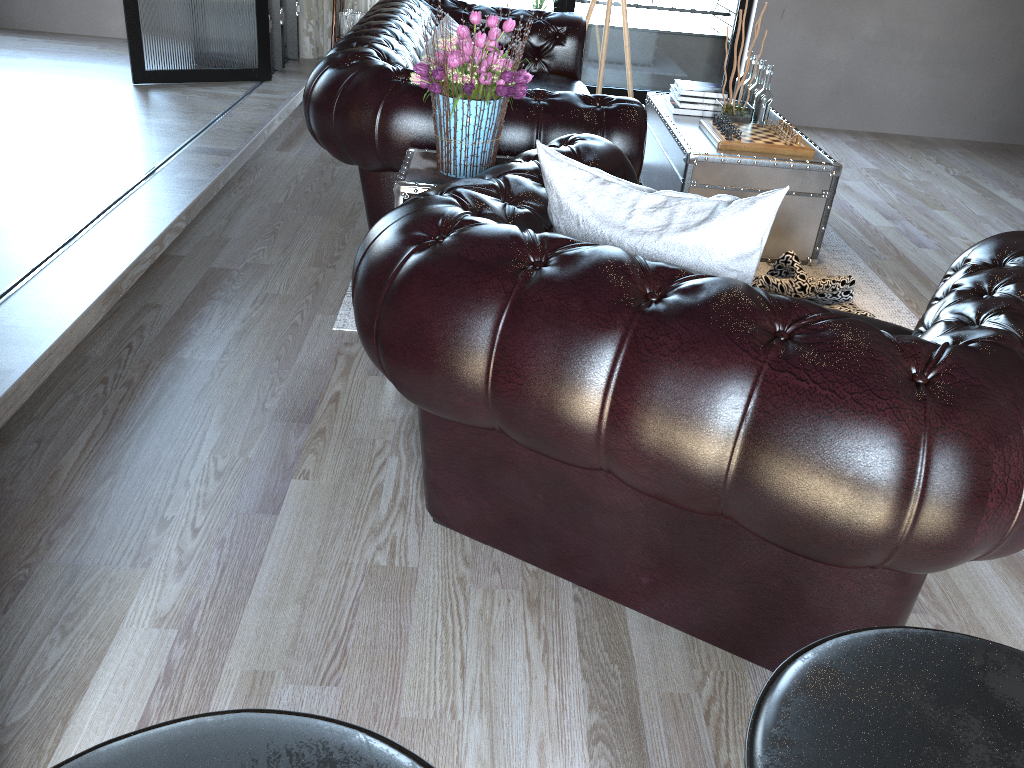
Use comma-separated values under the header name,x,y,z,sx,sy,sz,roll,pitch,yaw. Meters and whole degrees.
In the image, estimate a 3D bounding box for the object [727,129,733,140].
name,x,y,z,sx,sy,sz,roll,pitch,yaw
object,0.951,-1.086,3.863,0.019,0.040,0.019,-10,32,-25

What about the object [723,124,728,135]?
name,x,y,z,sx,sy,sz,roll,pitch,yaw
object,0.952,-1.132,3.938,0.022,0.047,0.022,29,37,36

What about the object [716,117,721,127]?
name,x,y,z,sx,sy,sz,roll,pitch,yaw
object,0.950,-1.199,4.056,0.022,0.047,0.022,29,37,36

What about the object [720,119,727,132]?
name,x,y,z,sx,sy,sz,roll,pitch,yaw
object,0.951,-1.159,3.976,0.025,0.055,0.025,29,37,36

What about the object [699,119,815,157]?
name,x,y,z,sx,sy,sz,roll,pitch,yaw
object,1.101,-1.119,4.025,0.429,0.036,0.432,4,29,-3

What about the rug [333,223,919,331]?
name,x,y,z,sx,sy,sz,roll,pitch,yaw
rug,0.497,-0.723,4.177,2.254,0.003,2.490,4,29,-3

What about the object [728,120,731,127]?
name,x,y,z,sx,sy,sz,roll,pitch,yaw
object,0.996,-1.191,4.060,0.017,0.037,0.017,7,29,3

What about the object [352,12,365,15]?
name,x,y,z,sx,sy,sz,roll,pitch,yaw
object,-1.020,-2.388,5.897,0.087,0.154,0.088,10,29,8

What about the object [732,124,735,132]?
name,x,y,z,sx,sy,sz,roll,pitch,yaw
object,0.995,-1.149,3.985,0.017,0.037,0.017,7,29,3

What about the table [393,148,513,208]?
name,x,y,z,sx,sy,sz,roll,pitch,yaw
table,-0.170,-0.402,2.881,0.405,0.605,0.420,4,29,-3

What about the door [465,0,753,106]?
name,x,y,z,sx,sy,sz,roll,pitch,yaw
door,0.420,-3.265,5.953,2.669,2.664,0.111,4,29,-3

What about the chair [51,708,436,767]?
name,x,y,z,sx,sy,sz,roll,pitch,yaw
chair,-0.229,0.706,0.734,0.439,0.776,0.441,-7,31,-21

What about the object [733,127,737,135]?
name,x,y,z,sx,sy,sz,roll,pitch,yaw
object,0.995,-1.127,3.947,0.017,0.037,0.017,7,29,3

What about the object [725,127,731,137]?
name,x,y,z,sx,sy,sz,roll,pitch,yaw
object,0.953,-1.110,3.902,0.026,0.043,0.026,29,37,36

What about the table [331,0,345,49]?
name,x,y,z,sx,sy,sz,roll,pitch,yaw
table,-0.828,-2.281,5.972,0.803,0.728,0.440,2,29,-6

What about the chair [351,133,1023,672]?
name,x,y,z,sx,sy,sz,roll,pitch,yaw
chair,0.428,0.006,2.025,1.495,0.840,1.250,19,32,23

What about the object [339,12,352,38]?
name,x,y,z,sx,sy,sz,roll,pitch,yaw
object,-1.097,-2.363,5.841,0.087,0.154,0.088,10,29,8

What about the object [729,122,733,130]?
name,x,y,z,sx,sy,sz,roll,pitch,yaw
object,0.994,-1.171,4.023,0.017,0.037,0.017,7,29,3

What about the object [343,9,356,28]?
name,x,y,z,sx,sy,sz,roll,pitch,yaw
object,-1.095,-2.444,5.983,0.087,0.154,0.088,10,29,8

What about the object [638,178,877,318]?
name,x,y,z,sx,sy,sz,roll,pitch,yaw
object,0.642,-0.634,3.543,1.700,0.566,0.565,14,30,15

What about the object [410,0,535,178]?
name,x,y,z,sx,sy,sz,roll,pitch,yaw
object,-0.125,-0.864,2.616,0.352,0.481,0.350,20,32,24

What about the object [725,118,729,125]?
name,x,y,z,sx,sy,sz,roll,pitch,yaw
object,0.996,-1.214,4.100,0.017,0.037,0.017,7,29,3

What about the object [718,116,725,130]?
name,x,y,z,sx,sy,sz,roll,pitch,yaw
object,0.950,-1.181,4.013,0.025,0.058,0.025,1,29,-8

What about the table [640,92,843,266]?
name,x,y,z,sx,sy,sz,roll,pitch,yaw
table,1.050,-1.055,4.393,0.684,0.467,1.262,4,29,-3

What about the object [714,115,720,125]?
name,x,y,z,sx,sy,sz,roll,pitch,yaw
object,0.951,-1.219,4.095,0.026,0.043,0.026,29,37,36

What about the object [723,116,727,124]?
name,x,y,z,sx,sy,sz,roll,pitch,yaw
object,0.994,-1.233,4.134,0.017,0.037,0.017,14,30,14

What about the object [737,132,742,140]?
name,x,y,z,sx,sy,sz,roll,pitch,yaw
object,0.995,-1.083,3.868,0.017,0.037,0.017,-6,31,-20

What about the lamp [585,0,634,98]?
name,x,y,z,sx,sy,sz,roll,pitch,yaw
lamp,-0.579,-2.729,6.080,3.843,1.448,0.585,27,36,33

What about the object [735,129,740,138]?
name,x,y,z,sx,sy,sz,roll,pitch,yaw
object,0.996,-1.106,3.909,0.017,0.037,0.017,7,29,3

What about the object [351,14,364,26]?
name,x,y,z,sx,sy,sz,roll,pitch,yaw
object,-1.007,-2.336,5.807,0.087,0.154,0.088,10,29,8

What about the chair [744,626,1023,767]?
name,x,y,z,sx,sy,sz,roll,pitch,yaw
chair,0.380,0.678,0.898,0.451,0.769,0.452,26,35,32
